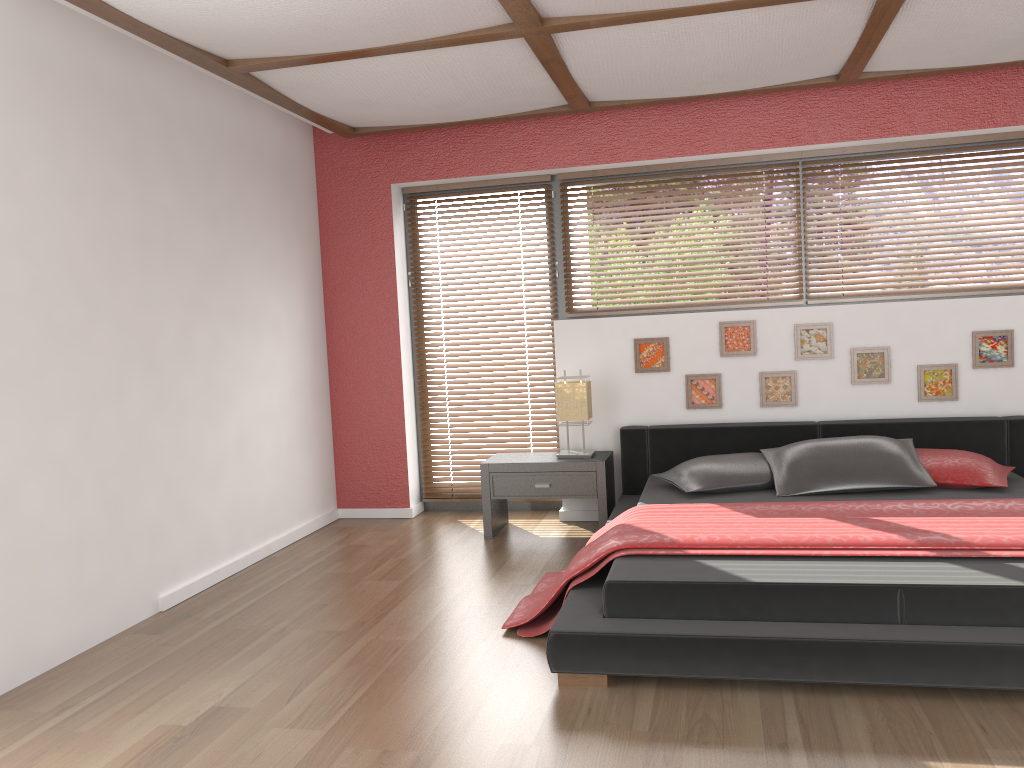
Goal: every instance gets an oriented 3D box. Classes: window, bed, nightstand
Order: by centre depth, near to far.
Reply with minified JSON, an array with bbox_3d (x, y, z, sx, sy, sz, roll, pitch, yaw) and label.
[{"bbox_3d":[1.299,0.573,3.789,2.469,0.577,2.413,-2,4,13],"label":"bed"},{"bbox_3d":[0.216,0.628,5.069,0.700,0.423,0.413,-2,4,13],"label":"nightstand"},{"bbox_3d":[1.715,-0.900,5.232,2.817,0.786,0.020,-2,4,13],"label":"window"},{"bbox_3d":[-0.158,-0.287,5.704,0.889,1.893,0.020,-2,4,13],"label":"window"}]

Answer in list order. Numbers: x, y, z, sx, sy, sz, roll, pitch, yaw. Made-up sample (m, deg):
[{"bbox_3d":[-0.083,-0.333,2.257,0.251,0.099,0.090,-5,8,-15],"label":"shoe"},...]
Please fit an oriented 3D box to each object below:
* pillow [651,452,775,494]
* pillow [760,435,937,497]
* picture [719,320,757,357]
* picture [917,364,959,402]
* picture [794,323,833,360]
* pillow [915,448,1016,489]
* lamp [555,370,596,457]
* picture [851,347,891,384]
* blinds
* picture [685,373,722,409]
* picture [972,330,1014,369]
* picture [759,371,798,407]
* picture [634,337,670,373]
[{"bbox_3d":[1.133,0.449,4.502,0.745,0.172,0.418,-4,4,-12],"label":"pillow"},{"bbox_3d":[1.610,0.384,4.300,0.744,0.241,0.386,-2,4,8],"label":"pillow"},{"bbox_3d":[1.276,-0.256,5.015,0.200,0.200,0.010,-2,4,13],"label":"picture"},{"bbox_3d":[2.304,-0.006,4.798,0.200,0.200,0.010,-2,4,13],"label":"picture"},{"bbox_3d":[1.676,-0.236,4.925,0.200,0.200,0.010,-2,4,13],"label":"picture"},{"bbox_3d":[2.033,0.411,4.349,0.745,0.172,0.418,-1,4,32],"label":"pillow"},{"bbox_3d":[0.356,0.159,5.044,0.200,0.480,0.200,-2,4,13],"label":"lamp"},{"bbox_3d":[1.969,-0.101,4.868,0.200,0.200,0.010,-2,4,13],"label":"picture"},{"bbox_3d":[1.726,-0.318,5.202,4.840,1.952,0.032,-2,4,13],"label":"blinds"},{"bbox_3d":[1.097,0.043,5.078,0.200,0.200,0.010,-2,4,13],"label":"picture"},{"bbox_3d":[2.564,-0.185,4.726,0.200,0.200,0.010,-2,4,13],"label":"picture"},{"bbox_3d":[1.497,0.029,4.985,0.200,0.200,0.010,-2,4,13],"label":"picture"},{"bbox_3d":[0.809,-0.167,5.128,0.200,0.200,0.010,-2,4,13],"label":"picture"}]
